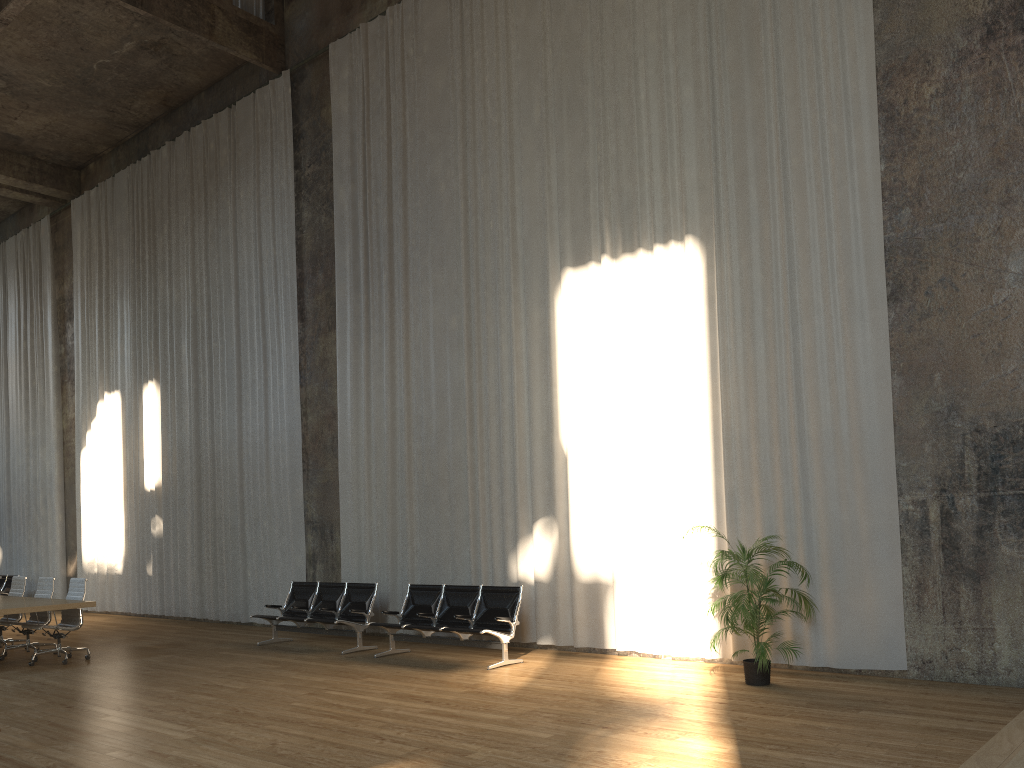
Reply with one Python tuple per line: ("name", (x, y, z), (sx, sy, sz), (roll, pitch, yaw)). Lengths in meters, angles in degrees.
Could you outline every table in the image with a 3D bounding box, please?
("table", (-8.418, 3.402, 12.381), (7.757, 0.753, 1.609), (-10, -11, 40))

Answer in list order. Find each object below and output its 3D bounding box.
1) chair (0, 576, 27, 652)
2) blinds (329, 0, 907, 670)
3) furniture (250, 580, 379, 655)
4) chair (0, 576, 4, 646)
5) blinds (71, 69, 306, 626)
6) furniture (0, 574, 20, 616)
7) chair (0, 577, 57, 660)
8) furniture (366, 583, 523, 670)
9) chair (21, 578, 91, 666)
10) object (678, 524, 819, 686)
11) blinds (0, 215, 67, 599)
("chair", (-7.062, 3.181, 12.103), (0.700, 1.018, 0.670), (2, -6, -44))
("blinds", (0.348, -1.227, 10.388), (7.874, 8.587, 0.275), (-6, -4, 41))
("furniture", (-2.605, 3.022, 11.490), (1.882, 0.836, 0.711), (-9, -8, 40))
("chair", (-7.750, 3.299, 12.681), (0.700, 1.018, 0.670), (2, -5, -41))
("blinds", (-6.249, -0.090, 15.968), (7.874, 8.587, 0.275), (-6, -4, 41))
("furniture", (-11.207, 4.492, 18.693), (1.882, 0.836, 0.711), (-9, -8, 40))
("chair", (-6.360, 3.060, 11.512), (0.669, 1.018, 0.700), (-6, -6, 43))
("furniture", (-0.783, 2.708, 9.948), (1.882, 0.836, 0.711), (-9, -8, 40))
("chair", (-7.517, 2.655, 8.770), (31.677, 1.023, 13.018), (-10, -12, 40))
("object", (2.130, 1.979, 7.954), (1.133, 1.446, 1.097), (-5, -5, 31))
("blinds", (-12.866, 1.050, 21.565), (7.871, 8.588, 0.275), (-6, -4, 39))
